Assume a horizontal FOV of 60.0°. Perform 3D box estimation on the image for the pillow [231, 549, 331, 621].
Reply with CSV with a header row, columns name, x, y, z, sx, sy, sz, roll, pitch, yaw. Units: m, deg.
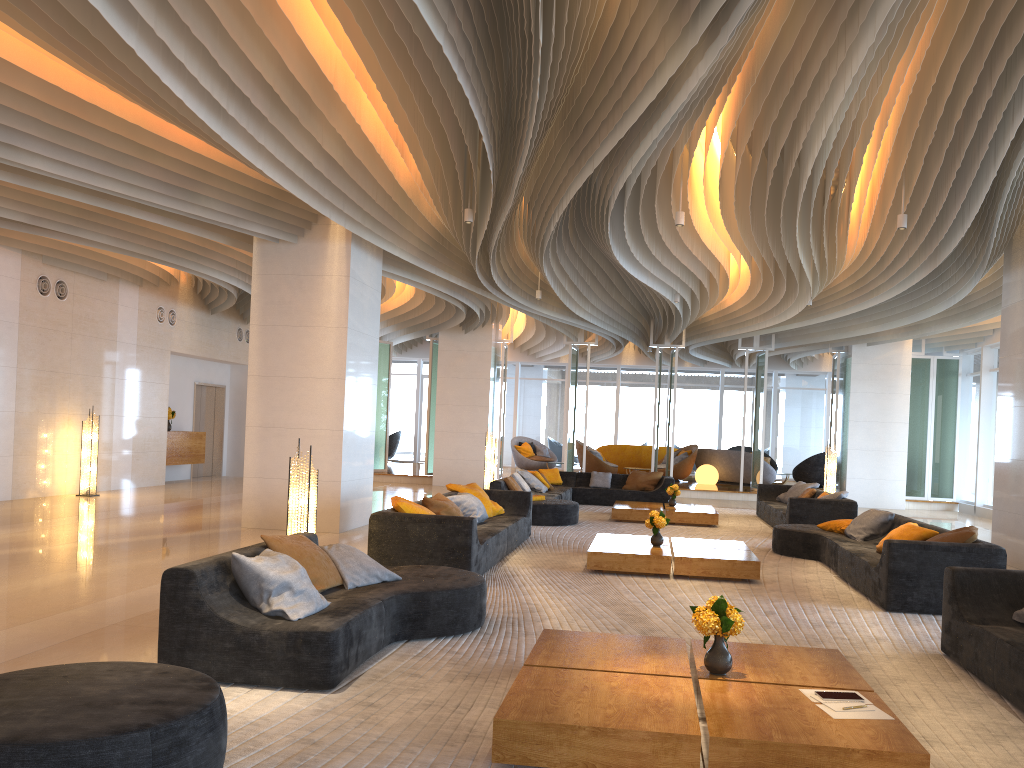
name,x,y,z,sx,sy,sz,roll,pitch,yaw
pillow,-1.247,1.067,4.813,0.455,0.344,0.567,2,-2,7

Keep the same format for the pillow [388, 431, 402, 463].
name,x,y,z,sx,sy,sz,roll,pitch,yaw
pillow,-4.043,1.932,27.629,1.128,1.005,1.529,2,-2,11

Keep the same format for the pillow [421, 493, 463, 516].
name,x,y,z,sx,sy,sz,roll,pitch,yaw
pillow,-0.654,1.291,8.685,0.441,0.409,0.605,2,-2,10

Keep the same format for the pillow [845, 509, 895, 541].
name,x,y,z,sx,sy,sz,roll,pitch,yaw
pillow,3.947,1.590,9.836,0.459,0.416,0.669,2,-2,9

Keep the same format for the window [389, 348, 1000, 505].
name,x,y,z,sx,sy,sz,roll,pitch,yaw
window,6.244,0.331,10.881,22.485,3.219,53.693,4,-3,-26

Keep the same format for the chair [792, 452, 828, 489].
name,x,y,z,sx,sy,sz,roll,pitch,yaw
chair,8.054,2.217,23.171,1.536,1.005,1.124,3,-2,-19

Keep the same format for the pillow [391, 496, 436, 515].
name,x,y,z,sx,sy,sz,roll,pitch,yaw
pillow,-0.825,1.229,8.056,0.552,0.377,0.633,3,-2,-14

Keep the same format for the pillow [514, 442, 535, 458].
name,x,y,z,sx,sy,sz,roll,pitch,yaw
pillow,0.376,1.870,25.165,0.465,0.454,0.630,2,-2,25

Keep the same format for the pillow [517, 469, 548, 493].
name,x,y,z,sx,sy,sz,roll,pitch,yaw
pillow,0.351,1.678,15.314,0.545,0.377,0.654,2,-2,4

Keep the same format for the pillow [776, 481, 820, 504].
name,x,y,z,sx,sy,sz,roll,pitch,yaw
pillow,4.878,1.856,15.192,0.552,0.377,0.633,3,-2,-14

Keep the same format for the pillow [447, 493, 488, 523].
name,x,y,z,sx,sy,sz,roll,pitch,yaw
pillow,-0.492,1.391,9.718,0.418,0.377,0.591,2,-2,11

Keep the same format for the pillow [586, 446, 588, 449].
name,x,y,z,sx,sy,sz,roll,pitch,yaw
pillow,1.956,1.808,23.060,0.370,0.422,0.609,2,-2,7

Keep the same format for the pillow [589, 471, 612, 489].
name,x,y,z,sx,sy,sz,roll,pitch,yaw
pillow,1.706,1.848,17.071,0.405,0.312,0.324,2,-2,10

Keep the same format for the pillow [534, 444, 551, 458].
name,x,y,z,sx,sy,sz,roll,pitch,yaw
pillow,0.875,1.946,25.651,0.511,0.408,0.457,3,-2,-25

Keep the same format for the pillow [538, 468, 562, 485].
name,x,y,z,sx,sy,sz,roll,pitch,yaw
pillow,0.742,1.789,17.183,0.413,0.316,0.337,3,-2,-20

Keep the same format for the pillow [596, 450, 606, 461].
name,x,y,z,sx,sy,sz,roll,pitch,yaw
pillow,2.253,1.884,23.367,0.456,0.408,0.512,2,-2,30

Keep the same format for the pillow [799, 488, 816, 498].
name,x,y,z,sx,sy,sz,roll,pitch,yaw
pillow,4.729,1.833,14.357,0.321,0.312,0.409,2,-2,6

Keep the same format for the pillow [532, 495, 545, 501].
name,x,y,z,sx,sy,sz,roll,pitch,yaw
pillow,0.231,1.668,13.185,0.403,0.136,0.424,0,-4,42

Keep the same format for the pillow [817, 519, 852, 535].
name,x,y,z,sx,sy,sz,roll,pitch,yaw
pillow,3.921,1.673,10.366,0.595,0.192,0.442,4,-3,-27

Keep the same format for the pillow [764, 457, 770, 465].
name,x,y,z,sx,sy,sz,roll,pitch,yaw
pillow,7.054,2.176,24.968,0.502,0.408,0.465,2,-2,5

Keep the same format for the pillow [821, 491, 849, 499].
name,x,y,z,sx,sy,sz,roll,pitch,yaw
pillow,4.474,1.702,12.628,0.539,0.377,0.649,1,-3,30

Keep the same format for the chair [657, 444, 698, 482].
name,x,y,z,sx,sy,sz,roll,pitch,yaw
chair,4.281,2.063,23.344,1.139,1.005,1.515,3,-2,-4

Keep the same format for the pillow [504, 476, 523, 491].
name,x,y,z,sx,sy,sz,roll,pitch,yaw
pillow,0.051,1.575,13.523,0.326,0.311,0.427,2,-2,10

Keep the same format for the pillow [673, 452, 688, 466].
name,x,y,z,sx,sy,sz,roll,pitch,yaw
pillow,4.354,1.955,22.995,0.461,0.408,0.507,2,-2,11

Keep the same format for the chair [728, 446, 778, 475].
name,x,y,z,sx,sy,sz,roll,pitch,yaw
chair,6.706,2.249,24.857,1.527,1.005,1.130,3,-2,-9

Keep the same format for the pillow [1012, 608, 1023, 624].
name,x,y,z,sx,sy,sz,roll,pitch,yaw
pillow,3.286,1.248,5.088,0.552,0.377,0.633,3,-2,-14

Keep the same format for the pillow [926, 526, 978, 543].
name,x,y,z,sx,sy,sz,roll,pitch,yaw
pillow,3.677,1.398,7.570,0.539,0.377,0.649,1,-3,30

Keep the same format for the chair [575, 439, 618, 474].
name,x,y,z,sx,sy,sz,roll,pitch,yaw
chair,2.194,1.955,23.013,1.125,1.005,1.534,2,-2,16

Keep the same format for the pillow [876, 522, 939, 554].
name,x,y,z,sx,sy,sz,roll,pitch,yaw
pillow,3.726,1.524,8.427,0.448,0.394,0.641,2,-2,8

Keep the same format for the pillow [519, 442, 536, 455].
name,x,y,z,sx,sy,sz,roll,pitch,yaw
pillow,0.461,1.877,25.565,0.365,0.422,0.617,1,-2,41

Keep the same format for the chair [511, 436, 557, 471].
name,x,y,z,sx,sy,sz,roll,pitch,yaw
chair,0.623,2.014,25.385,1.546,1.005,1.116,4,-2,-39

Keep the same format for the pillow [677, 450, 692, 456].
name,x,y,z,sx,sy,sz,roll,pitch,yaw
pillow,4.536,1.937,23.383,0.375,0.422,0.601,3,-2,-13

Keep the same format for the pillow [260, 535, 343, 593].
name,x,y,z,sx,sy,sz,roll,pitch,yaw
pillow,-1.253,1.107,5.461,0.394,0.391,0.609,2,-2,11

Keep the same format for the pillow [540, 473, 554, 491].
name,x,y,z,sx,sy,sz,roll,pitch,yaw
pillow,0.541,1.732,15.791,0.335,0.319,0.406,3,-2,-24

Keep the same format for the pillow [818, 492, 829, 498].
name,x,y,z,sx,sy,sz,roll,pitch,yaw
pillow,4.537,1.760,13.140,0.320,0.312,0.410,2,-2,10

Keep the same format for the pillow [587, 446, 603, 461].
name,x,y,z,sx,sy,sz,roll,pitch,yaw
pillow,2.114,1.813,22.692,0.475,0.454,0.617,3,-2,-10

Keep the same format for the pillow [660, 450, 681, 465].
name,x,y,z,sx,sy,sz,roll,pitch,yaw
pillow,4.258,1.958,23.669,0.480,0.454,0.611,3,-2,-30

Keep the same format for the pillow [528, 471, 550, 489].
name,x,y,z,sx,sy,sz,roll,pitch,yaw
pillow,0.448,1.692,15.644,0.329,0.335,0.416,3,-2,-26

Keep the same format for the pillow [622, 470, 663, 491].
name,x,y,z,sx,sy,sz,roll,pitch,yaw
pillow,2.506,1.850,16.988,0.628,0.377,0.556,1,-2,30

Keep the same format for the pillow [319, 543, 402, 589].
name,x,y,z,sx,sy,sz,roll,pitch,yaw
pillow,-1.026,1.172,5.779,0.462,0.246,0.437,0,-3,43

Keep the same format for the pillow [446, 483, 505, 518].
name,x,y,z,sx,sy,sz,roll,pitch,yaw
pillow,-0.421,1.383,10.620,0.539,0.377,0.649,1,-3,30
